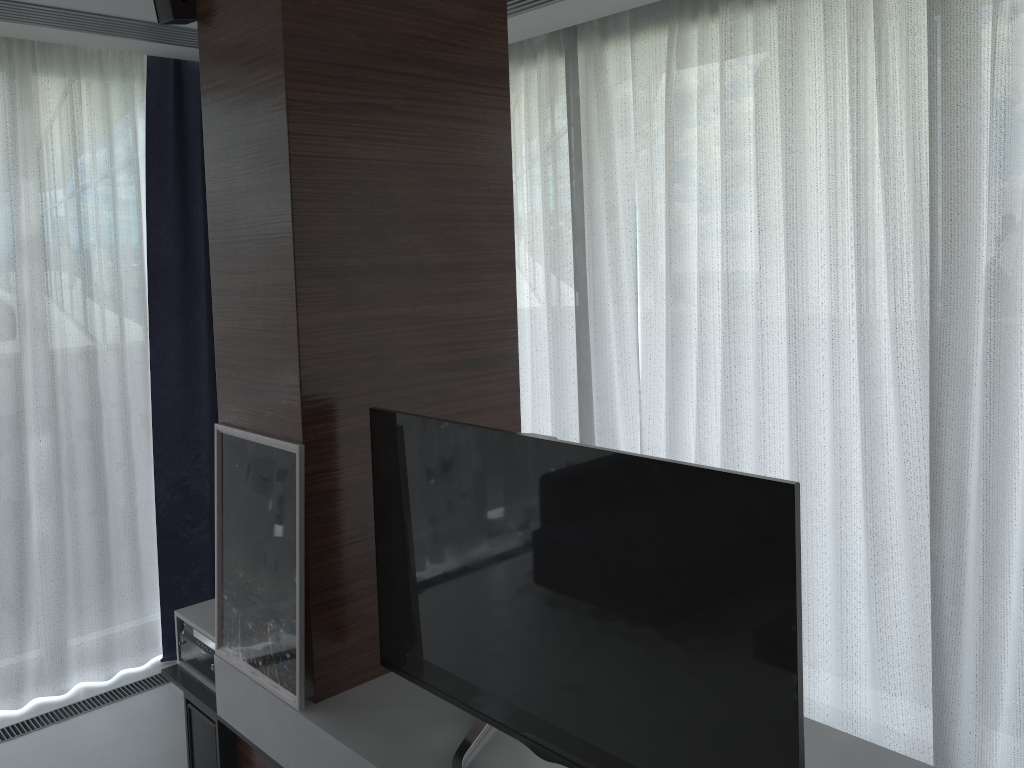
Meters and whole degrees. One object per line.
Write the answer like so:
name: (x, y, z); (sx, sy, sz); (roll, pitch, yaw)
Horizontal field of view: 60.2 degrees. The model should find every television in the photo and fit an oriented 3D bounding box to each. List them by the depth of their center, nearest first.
television: (0.076, 0.500, 1.939); (0.299, 0.781, 1.234); (-6, 8, -43)

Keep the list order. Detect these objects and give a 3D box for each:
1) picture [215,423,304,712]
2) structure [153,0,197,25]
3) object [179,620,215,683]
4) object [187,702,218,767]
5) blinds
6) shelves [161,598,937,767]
picture: (-0.722, 0.488, 2.496); (0.053, 0.696, 0.501); (-5, 6, -43)
structure: (-1.009, -1.151, 2.650); (0.084, 0.141, 0.115); (1, 6, 37)
object: (-0.884, 0.870, 3.005); (0.371, 0.149, 0.370); (-9, 10, -43)
object: (-0.886, 1.150, 2.881); (0.255, 0.249, 0.214); (-7, 8, -43)
blinds: (-1.270, 0.294, 0.323); (7.170, 2.754, 5.819); (-8, 10, -39)
shelves: (-0.069, 1.076, 2.451); (0.877, 0.496, 2.356); (-9, 10, -43)
